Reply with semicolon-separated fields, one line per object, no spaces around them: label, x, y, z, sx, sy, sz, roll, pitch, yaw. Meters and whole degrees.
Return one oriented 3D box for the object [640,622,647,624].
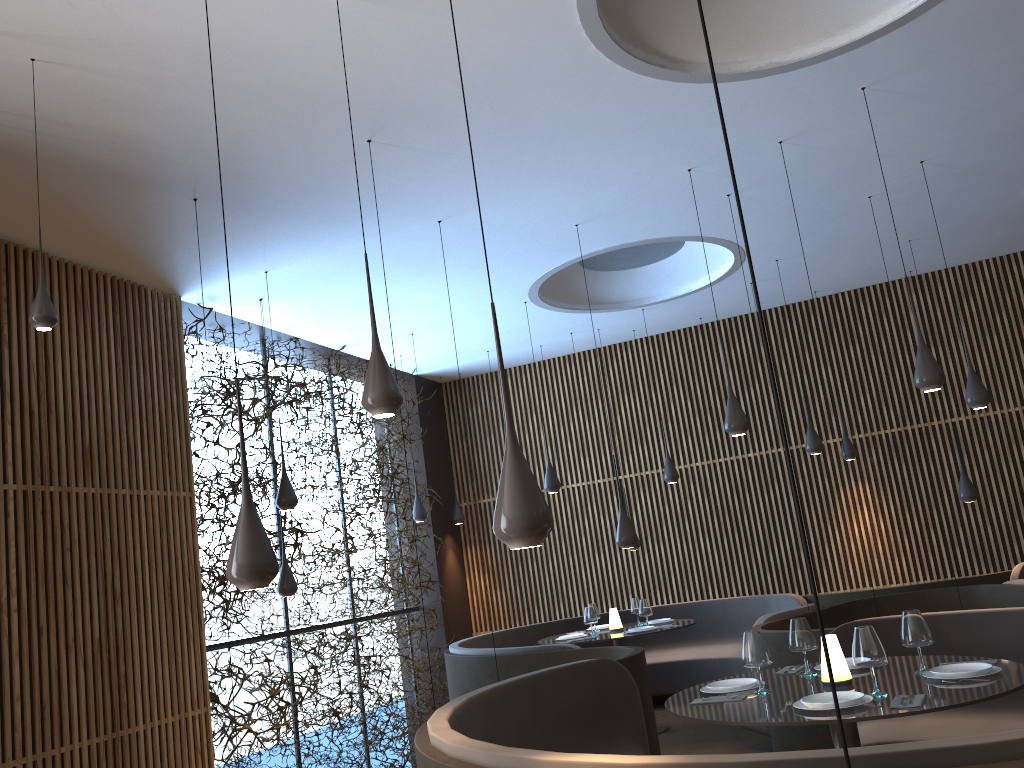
object;1.529;2.625;9.771;0.262;0.017;0.127;-5;-12;-14

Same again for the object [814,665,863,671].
object;1.790;1.510;4.748;0.333;0.014;0.332;-17;-15;37

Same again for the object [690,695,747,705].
object;1.000;1.531;4.291;0.262;0.017;0.127;-13;-13;22

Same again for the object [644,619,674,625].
object;1.574;2.549;9.480;0.332;0.014;0.333;-9;-12;6

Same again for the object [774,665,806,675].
object;1.551;1.587;4.919;0.127;0.017;0.262;-15;-14;31

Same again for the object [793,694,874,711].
object;1.374;1.365;3.795;0.332;0.014;0.333;-7;-12;-4

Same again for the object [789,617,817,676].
object;1.548;1.396;4.711;0.142;0.294;0.142;-17;-14;41

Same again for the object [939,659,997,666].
object;2.222;1.367;4.325;0.262;0.017;0.127;-14;-13;26

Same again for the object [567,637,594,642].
object;0.678;2.533;8.783;0.262;0.017;0.127;-4;-12;-17

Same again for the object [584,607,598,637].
object;0.800;2.415;9.001;0.142;0.294;0.142;-11;-11;15

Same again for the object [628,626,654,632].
object;1.284;2.434;8.793;0.264;0.029;0.264;-14;-13;25

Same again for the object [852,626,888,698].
object;1.575;1.218;3.897;0.142;0.294;0.142;-4;-11;-18

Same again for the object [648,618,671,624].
object;1.573;2.540;9.482;0.263;0.029;0.264;-10;-12;9

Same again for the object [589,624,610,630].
object;0.985;2.690;9.800;0.263;0.029;0.264;-10;-12;12

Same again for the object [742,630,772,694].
object;1.210;1.372;4.378;0.142;0.294;0.142;-6;-11;-12

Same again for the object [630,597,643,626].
object;1.356;2.468;9.615;0.142;0.294;0.142;-3;-12;-26

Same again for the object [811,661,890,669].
object;1.794;1.511;4.746;0.412;0.012;0.205;-14;-13;27

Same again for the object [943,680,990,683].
object;2.064;1.327;4.064;0.205;0.012;0.412;-13;-13;21

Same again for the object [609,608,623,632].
object;1.080;2.473;9.310;0.142;0.231;0.145;-8;-11;1

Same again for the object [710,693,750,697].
object;1.137;1.564;4.565;0.204;0.012;0.412;-12;-13;17

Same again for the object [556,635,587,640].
object;0.612;2.597;9.072;0.332;0.014;0.333;-12;-13;18

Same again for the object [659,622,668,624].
object;1.576;2.549;9.476;0.204;0.012;0.413;-4;-13;-18

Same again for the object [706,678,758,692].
object;1.134;1.552;4.562;0.263;0.029;0.264;-5;-12;-13

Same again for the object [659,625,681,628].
object;1.576;2.426;8.870;0.126;0.017;0.263;-4;-13;-19

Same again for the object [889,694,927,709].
object;1.627;1.304;3.638;0.127;0.017;0.262;-14;-13;27

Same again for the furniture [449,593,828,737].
furniture;1.347;2.932;9.054;3.882;1.042;3.810;-7;-12;-3

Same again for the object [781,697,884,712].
object;1.370;1.367;3.796;0.411;0.012;0.205;-13;-13;23

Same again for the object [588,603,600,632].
object;0.886;2.532;9.607;0.142;0.294;0.142;-12;-11;20

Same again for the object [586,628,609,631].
object;0.986;2.699;9.798;0.332;0.014;0.333;-12;-13;18

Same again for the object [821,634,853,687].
object;1.559;1.338;4.302;0.143;0.231;0.145;-16;-13;35

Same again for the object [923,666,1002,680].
object;2.065;1.327;4.068;0.333;0.014;0.332;-15;-14;29

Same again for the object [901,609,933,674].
object;1.969;1.251;4.307;0.142;0.294;0.142;-6;-11;-8

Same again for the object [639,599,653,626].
object;1.363;2.342;9.027;0.142;0.294;0.142;-11;-11;13

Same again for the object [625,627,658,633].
object;1.285;2.443;8.792;0.332;0.014;0.333;-9;-12;7

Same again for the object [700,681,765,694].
object;1.135;1.562;4.560;0.332;0.014;0.332;-14;-14;28

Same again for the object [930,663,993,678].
object;2.064;1.318;4.070;0.264;0.029;0.263;-17;-15;35

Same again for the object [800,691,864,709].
object;1.373;1.356;3.797;0.264;0.029;0.263;-16;-14;34

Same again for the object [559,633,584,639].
object;0.610;2.588;9.074;0.263;0.029;0.264;0;-14;-33

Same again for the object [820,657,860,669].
object;1.789;1.501;4.750;0.263;0.029;0.264;-11;-12;15

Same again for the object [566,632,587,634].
object;0.703;2.725;9.696;0.126;0.017;0.263;-3;-13;-23
